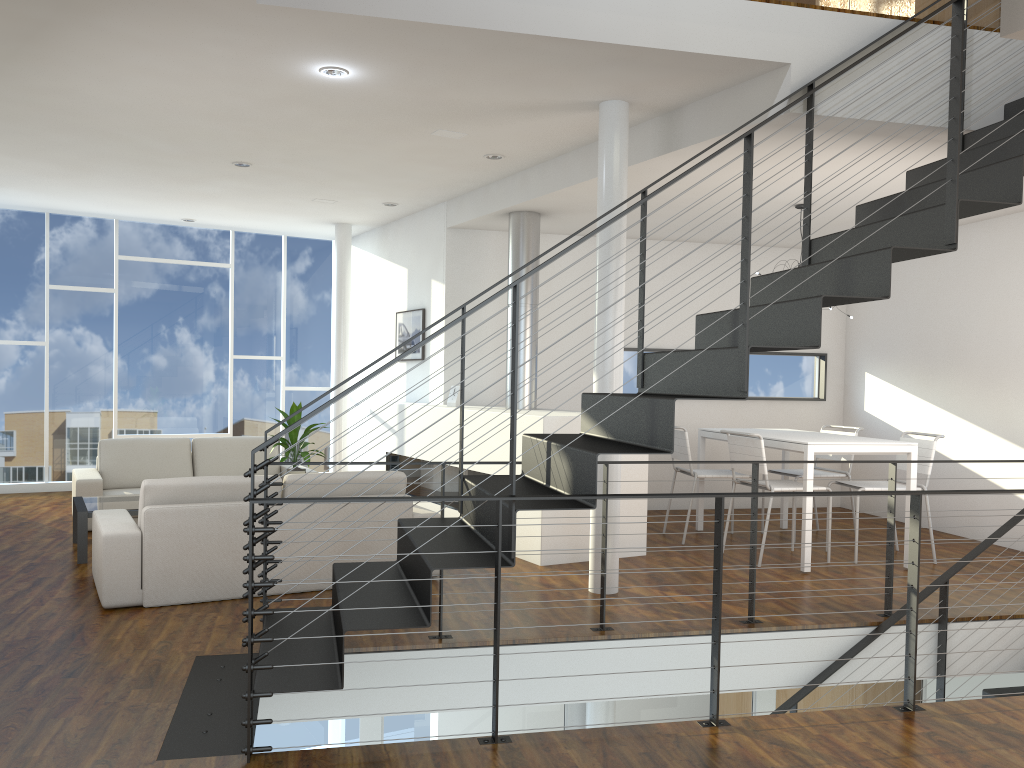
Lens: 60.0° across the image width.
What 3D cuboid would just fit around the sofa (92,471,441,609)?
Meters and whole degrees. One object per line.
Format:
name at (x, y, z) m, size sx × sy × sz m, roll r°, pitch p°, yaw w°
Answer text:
sofa at (-1.256, 0.712, 4.567) m, size 1.611 × 0.566 × 0.802 m, roll 1°, pitch 1°, yaw -28°

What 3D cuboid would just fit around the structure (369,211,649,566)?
structure at (-0.171, -0.085, 6.337) m, size 0.750 × 2.207 × 2.748 m, roll 0°, pitch 1°, yaw -30°

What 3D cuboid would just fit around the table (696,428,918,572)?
table at (1.807, 0.684, 5.665) m, size 0.700 × 0.720 × 1.399 m, roll 1°, pitch 1°, yaw -13°

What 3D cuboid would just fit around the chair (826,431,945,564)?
chair at (2.281, 0.680, 5.429) m, size 0.555 × 0.765 × 0.427 m, roll 1°, pitch 1°, yaw -7°

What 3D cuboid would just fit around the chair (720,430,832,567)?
chair at (1.571, 0.667, 5.326) m, size 0.555 × 0.765 × 0.427 m, roll 1°, pitch 1°, yaw -17°

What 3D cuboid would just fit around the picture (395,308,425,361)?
picture at (-0.853, -0.404, 7.384) m, size 0.020 × 0.416 × 0.575 m, roll 0°, pitch 1°, yaw -29°

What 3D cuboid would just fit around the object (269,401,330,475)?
object at (-1.362, 0.407, 5.654) m, size 0.432 × 0.601 × 0.457 m, roll 0°, pitch 2°, yaw -44°

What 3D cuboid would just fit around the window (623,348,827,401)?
window at (1.687, -0.076, 7.428) m, size 2.024 × 0.408 × 0.165 m, roll 1°, pitch 2°, yaw -13°

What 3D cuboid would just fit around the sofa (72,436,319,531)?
sofa at (-2.287, 0.685, 6.437) m, size 1.611 × 0.566 × 0.802 m, roll 1°, pitch 1°, yaw -28°

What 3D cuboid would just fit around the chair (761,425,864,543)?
chair at (2.077, 0.673, 6.129) m, size 0.555 × 0.765 × 0.427 m, roll 1°, pitch 1°, yaw -18°

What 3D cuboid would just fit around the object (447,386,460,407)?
object at (-0.412, 0.088, 6.372) m, size 0.061 × 0.151 × 0.100 m, roll 0°, pitch 2°, yaw -43°

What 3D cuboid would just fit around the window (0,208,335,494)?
window at (-3.184, -1.840, 8.077) m, size 3.415 × 5.639 × 0.090 m, roll 0°, pitch 2°, yaw -29°

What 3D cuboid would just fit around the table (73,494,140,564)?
table at (-1.804, 0.843, 5.476) m, size 1.608 × 0.284 × 0.661 m, roll 1°, pitch 1°, yaw -28°

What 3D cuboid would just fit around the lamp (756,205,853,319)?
lamp at (1.854, -0.778, 5.686) m, size 0.618 × 0.726 × 0.589 m, roll 1°, pitch 1°, yaw 8°

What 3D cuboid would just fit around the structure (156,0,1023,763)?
structure at (1.062, 0.576, 3.347) m, size 4.362 × 6.302 × 1.093 m, roll 1°, pitch 2°, yaw -13°

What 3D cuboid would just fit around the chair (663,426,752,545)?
chair at (1.302, 0.659, 5.967) m, size 0.555 × 0.765 × 0.427 m, roll 1°, pitch 1°, yaw -8°
